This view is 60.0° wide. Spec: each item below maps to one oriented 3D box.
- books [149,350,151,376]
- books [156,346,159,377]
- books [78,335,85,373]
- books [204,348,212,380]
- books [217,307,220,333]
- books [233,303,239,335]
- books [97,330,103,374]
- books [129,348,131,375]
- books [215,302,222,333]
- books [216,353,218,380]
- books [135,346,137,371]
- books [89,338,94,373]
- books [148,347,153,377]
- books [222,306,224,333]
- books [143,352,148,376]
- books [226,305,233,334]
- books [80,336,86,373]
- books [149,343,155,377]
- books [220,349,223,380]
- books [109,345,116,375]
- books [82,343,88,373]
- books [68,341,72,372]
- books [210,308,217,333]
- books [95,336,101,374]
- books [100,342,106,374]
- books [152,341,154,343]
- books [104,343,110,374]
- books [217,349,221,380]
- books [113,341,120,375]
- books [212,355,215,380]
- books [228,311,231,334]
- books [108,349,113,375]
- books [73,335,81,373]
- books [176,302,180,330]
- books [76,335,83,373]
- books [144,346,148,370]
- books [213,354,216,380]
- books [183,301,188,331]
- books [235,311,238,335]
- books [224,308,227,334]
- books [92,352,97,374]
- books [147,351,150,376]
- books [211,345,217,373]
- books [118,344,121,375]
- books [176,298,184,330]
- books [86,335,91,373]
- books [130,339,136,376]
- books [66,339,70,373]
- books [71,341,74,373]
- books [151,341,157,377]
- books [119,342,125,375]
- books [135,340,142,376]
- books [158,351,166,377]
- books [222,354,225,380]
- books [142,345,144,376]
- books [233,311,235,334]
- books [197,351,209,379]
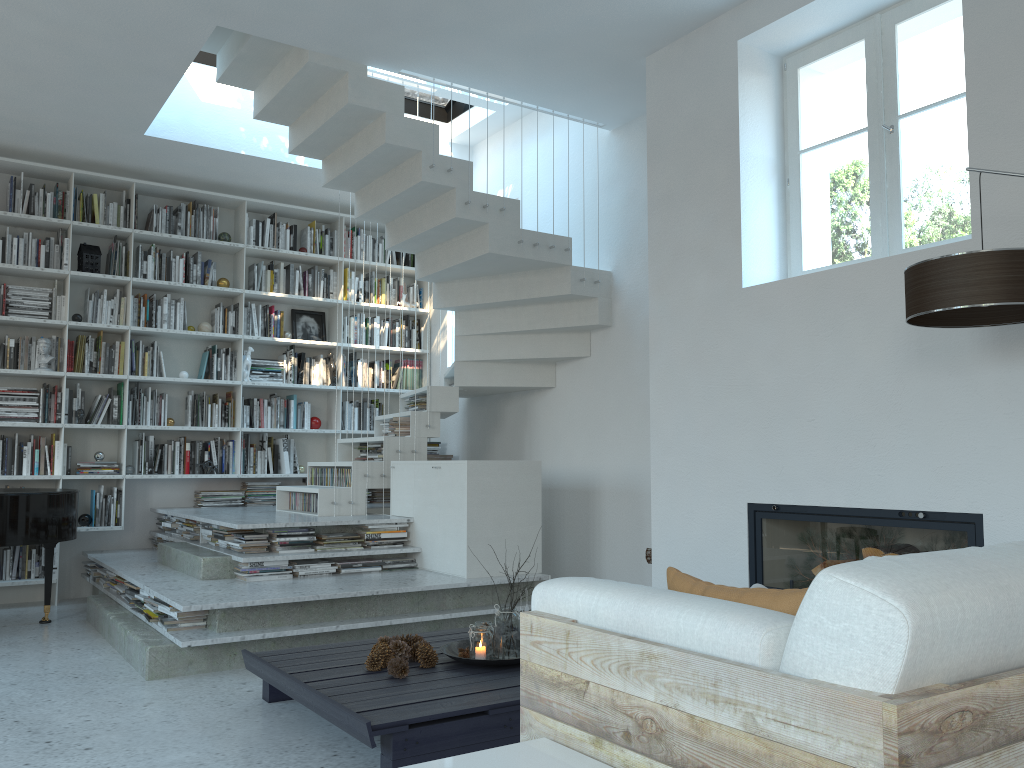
[{"bbox_3d":[-2.804,-0.145,6.831,0.007,0.211,0.158,3,-6,-33],"label":"books"},{"bbox_3d":[-2.762,-0.162,6.879,0.007,0.254,0.161,3,-6,-33],"label":"books"},{"bbox_3d":[-3.200,-0.209,6.570,0.035,0.293,0.145,3,-5,-33],"label":"books"},{"bbox_3d":[-2.430,-0.148,7.087,0.021,0.264,0.174,3,-6,-33],"label":"books"},{"bbox_3d":[-2.385,-0.495,7.152,0.012,0.232,0.154,3,-6,-33],"label":"books"},{"bbox_3d":[-2.254,-0.512,7.217,0.005,0.277,0.182,3,-6,-33],"label":"books"},{"bbox_3d":[-3.099,-0.224,6.648,0.021,0.337,0.169,3,-5,-33],"label":"books"},{"bbox_3d":[-2.927,-0.155,6.760,0.015,0.220,0.155,3,-6,-33],"label":"books"},{"bbox_3d":[-2.367,-0.513,7.150,0.015,0.267,0.164,3,-6,-33],"label":"books"},{"bbox_3d":[-2.391,-0.127,7.124,0.007,0.229,0.146,3,-6,-33],"label":"books"},{"bbox_3d":[-2.897,-0.164,6.792,0.007,0.244,0.145,3,-5,-33],"label":"books"},{"bbox_3d":[-3.157,-0.196,6.629,0.035,0.278,0.139,3,-5,-33],"label":"books"},{"bbox_3d":[-2.800,-0.159,6.848,0.017,0.242,0.132,3,-5,-33],"label":"books"},{"bbox_3d":[-2.361,-0.500,7.167,0.016,0.243,0.151,3,-6,-33],"label":"books"},{"bbox_3d":[-2.822,-0.138,6.796,0.017,0.192,0.191,3,-6,-33],"label":"books"},{"bbox_3d":[-2.295,-0.504,7.193,0.016,0.256,0.176,3,-6,-33],"label":"books"},{"bbox_3d":[-3.197,-0.207,6.589,0.035,0.293,0.145,3,-5,-33],"label":"books"},{"bbox_3d":[-2.786,-0.172,6.848,0.006,0.270,0.178,3,-6,-33],"label":"books"},{"bbox_3d":[-2.359,-0.142,7.129,0.015,0.259,0.152,3,-5,-33],"label":"books"},{"bbox_3d":[-3.026,-0.170,6.699,0.028,0.239,0.145,3,-6,-33],"label":"books"},{"bbox_3d":[-3.176,-0.177,6.590,0.015,0.231,0.180,3,-6,-33],"label":"books"},{"bbox_3d":[-3.269,-0.187,6.545,0.014,0.244,0.145,3,-6,-33],"label":"books"},{"bbox_3d":[-2.404,-0.490,7.146,0.015,0.220,0.140,3,-6,-33],"label":"books"},{"bbox_3d":[-3.099,-0.204,6.623,0.019,0.292,0.182,3,-6,-33],"label":"books"},{"bbox_3d":[-3.085,-0.181,6.657,0.033,0.253,0.174,3,-6,-33],"label":"books"},{"bbox_3d":[-2.790,-0.183,6.904,0.011,0.300,0.088,3,-5,-33],"label":"books"},{"bbox_3d":[-3.052,-0.176,6.649,0.027,0.241,0.189,3,-6,-33],"label":"books"},{"bbox_3d":[-2.372,-0.144,7.120,0.018,0.263,0.165,3,-6,-33],"label":"books"},{"bbox_3d":[-3.003,-0.183,6.709,0.032,0.266,0.143,3,-5,-33],"label":"books"},{"bbox_3d":[-2.408,-0.120,7.091,0.006,0.209,0.188,3,-6,-33],"label":"books"},{"bbox_3d":[-2.313,-0.476,7.192,0.013,0.201,0.173,3,-6,-33],"label":"books"},{"bbox_3d":[-3.036,-0.155,6.668,0.034,0.204,0.181,3,-6,-33],"label":"books"},{"bbox_3d":[-3.223,-0.210,6.559,0.035,0.293,0.145,3,-5,-33],"label":"books"},{"bbox_3d":[-2.643,-0.512,6.972,0.021,0.232,0.183,3,-6,-33],"label":"books"},{"bbox_3d":[-3.219,-0.208,6.575,0.035,0.293,0.145,3,-5,-33],"label":"books"},{"bbox_3d":[-2.826,-0.161,6.827,0.008,0.242,0.169,3,-6,-33],"label":"books"},{"bbox_3d":[-2.400,-0.124,7.097,0.013,0.219,0.187,3,-6,-33],"label":"books"},{"bbox_3d":[-2.599,-0.518,7.016,0.034,0.254,0.161,3,-6,-33],"label":"books"},{"bbox_3d":[-2.265,-0.476,7.215,0.012,0.206,0.169,3,-6,-33],"label":"books"},{"bbox_3d":[-2.339,-0.490,7.183,0.016,0.228,0.160,3,-6,-33],"label":"books"},{"bbox_3d":[-3.137,-0.146,6.641,0.030,0.181,0.131,3,-6,-33],"label":"books"},{"bbox_3d":[-2.817,-0.143,6.831,0.014,0.209,0.156,3,-6,-33],"label":"books"},{"bbox_3d":[-2.398,-0.160,7.120,0.013,0.295,0.154,3,-5,-33],"label":"books"},{"bbox_3d":[-2.995,-0.172,6.731,0.019,0.247,0.149,3,-6,-33],"label":"books"},{"bbox_3d":[-2.618,-0.531,6.976,0.024,0.272,0.169,3,-6,-33],"label":"books"},{"bbox_3d":[-3.160,-0.207,6.599,0.019,0.294,0.164,3,-5,-33],"label":"books"},{"bbox_3d":[-2.904,-0.189,6.766,0.035,0.287,0.191,3,-6,-33],"label":"books"},{"bbox_3d":[-3.284,-0.193,6.537,0.015,0.255,0.150,3,-5,-33],"label":"books"},{"bbox_3d":[-3.263,-0.187,6.563,0.013,0.246,0.176,3,-6,-33],"label":"books"},{"bbox_3d":[-2.776,-0.180,6.862,0.013,0.287,0.159,3,-5,-33],"label":"books"},{"bbox_3d":[-2.978,-0.181,6.741,0.033,0.268,0.142,3,-5,-33],"label":"books"},{"bbox_3d":[-2.859,-0.183,6.777,0.013,0.278,0.192,3,-6,-33],"label":"books"},{"bbox_3d":[-2.722,-0.139,6.871,0.051,0.210,0.177,3,-6,-33],"label":"books"},{"bbox_3d":[-2.344,-0.124,7.129,0.012,0.224,0.178,3,-6,-33],"label":"books"},{"bbox_3d":[-2.851,-0.168,6.816,0.013,0.255,0.144,3,-5,-33],"label":"books"},{"bbox_3d":[-2.283,-0.477,7.198,0.013,0.204,0.174,3,-6,-33],"label":"books"},{"bbox_3d":[-2.464,-0.136,7.071,0.056,0.241,0.153,3,-6,-33],"label":"books"}]
